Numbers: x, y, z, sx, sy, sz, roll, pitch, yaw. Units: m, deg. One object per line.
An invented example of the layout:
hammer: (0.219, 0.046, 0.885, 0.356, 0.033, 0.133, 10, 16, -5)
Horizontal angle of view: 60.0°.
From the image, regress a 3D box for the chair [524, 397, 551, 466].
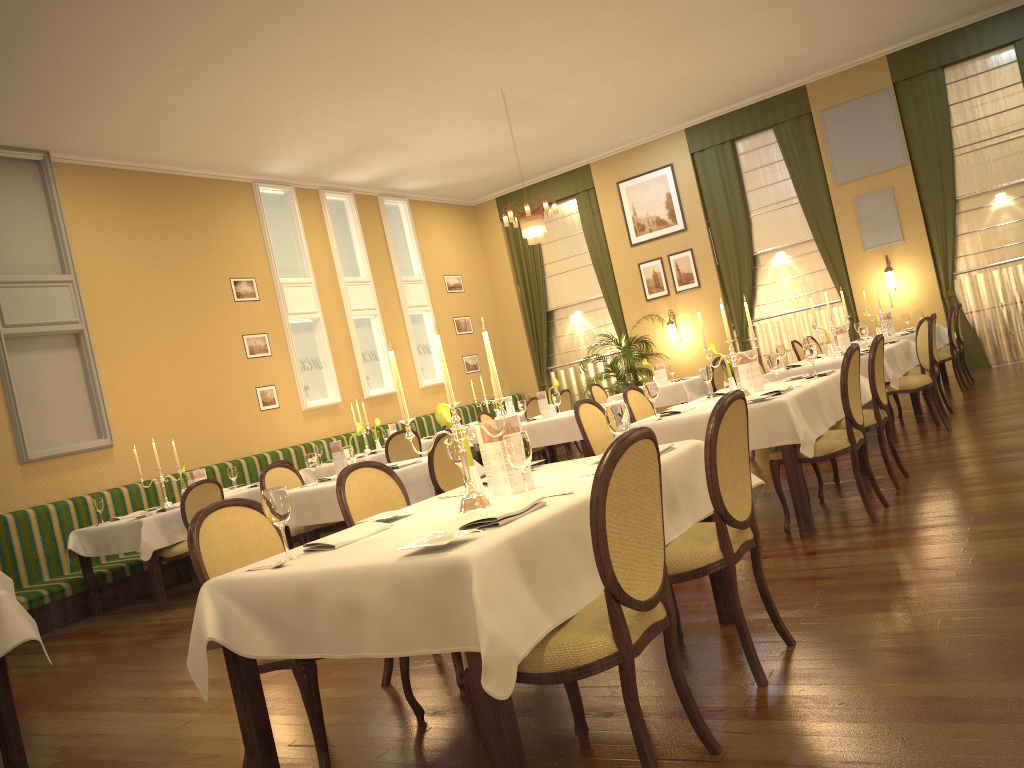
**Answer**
chair: (0.156, 0.693, 11.927, 0.571, 0.955, 0.530, -13, 0, 32)

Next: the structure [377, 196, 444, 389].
structure: (-1.553, -1.420, 13.674, 0.200, 2.985, 0.670, -13, 0, 32)

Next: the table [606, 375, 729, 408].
table: (2.014, 0.372, 11.368, 1.389, 0.759, 1.395, -13, 0, 34)

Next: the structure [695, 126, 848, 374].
structure: (3.941, -1.972, 13.136, 1.900, 4.511, 0.134, -13, 0, 32)

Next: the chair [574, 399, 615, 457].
chair: (0.794, 0.518, 5.767, 0.571, 0.955, 0.530, -13, 0, 32)

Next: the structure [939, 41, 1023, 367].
structure: (6.355, -2.521, 11.592, 1.898, 4.511, 0.137, -13, 0, 32)

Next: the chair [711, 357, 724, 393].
chair: (2.415, 0.183, 11.044, 0.571, 0.955, 0.530, -13, 0, 32)

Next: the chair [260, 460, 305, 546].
chair: (-2.206, 1.202, 8.051, 0.571, 0.955, 0.530, -13, 0, 32)

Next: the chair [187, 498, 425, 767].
chair: (-0.769, 0.854, 3.206, 0.571, 0.955, 0.530, -13, 0, 32)

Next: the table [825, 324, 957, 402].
table: (4.549, -0.200, 10.536, 1.385, 0.759, 2.152, -13, 0, 32)

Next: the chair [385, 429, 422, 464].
chair: (-1.220, 0.990, 9.657, 0.530, 0.955, 0.571, -12, 0, -33)

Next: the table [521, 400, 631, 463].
table: (0.617, 0.673, 9.079, 1.389, 0.759, 1.395, -13, 0, 34)

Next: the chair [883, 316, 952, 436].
chair: (3.334, -0.042, 7.506, 0.571, 0.955, 0.530, -13, 0, 12)

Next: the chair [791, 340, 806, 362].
chair: (3.725, -0.113, 10.572, 0.571, 0.955, 0.530, -13, 0, 32)

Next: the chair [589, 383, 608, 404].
chair: (1.414, 0.411, 11.745, 0.571, 0.955, 0.530, -13, 0, 32)

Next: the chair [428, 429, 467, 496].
chair: (-0.556, 0.822, 6.176, 0.571, 0.955, 0.530, -13, 0, 32)

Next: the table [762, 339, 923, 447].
table: (3.165, 0.097, 8.267, 1.385, 0.759, 2.152, -13, 0, 32)

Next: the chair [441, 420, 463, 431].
chair: (-0.803, 0.900, 10.351, 0.571, 0.955, 0.530, -13, 0, 32)

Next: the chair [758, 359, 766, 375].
chair: (2.741, 0.098, 8.960, 0.571, 0.955, 0.530, -13, 0, 32)

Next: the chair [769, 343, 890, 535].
chair: (1.758, 0.298, 5.007, 0.571, 0.955, 0.530, -13, 0, 32)

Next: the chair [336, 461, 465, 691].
chair: (-0.369, 0.768, 3.862, 0.571, 0.955, 0.530, -13, 0, 32)

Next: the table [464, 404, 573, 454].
table: (0.016, 0.826, 12.650, 1.385, 0.759, 2.152, -13, 0, 32)

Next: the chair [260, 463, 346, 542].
chair: (-1.557, 1.050, 6.877, 0.571, 0.955, 0.530, -13, 0, 32)

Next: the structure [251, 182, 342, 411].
structure: (-2.829, -1.146, 11.582, 0.200, 2.985, 0.687, -13, 0, 32)

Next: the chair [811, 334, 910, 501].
chair: (2.194, 0.204, 5.722, 0.571, 0.955, 0.530, -13, 0, 32)

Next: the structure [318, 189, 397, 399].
structure: (-2.210, -1.279, 12.597, 0.200, 2.985, 0.661, -13, 0, 32)

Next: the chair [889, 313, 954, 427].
chair: (3.742, -0.130, 8.259, 0.571, 0.955, 0.530, -13, 0, 32)

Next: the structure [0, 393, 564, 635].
structure: (-3.267, 1.410, 9.206, 0.850, 1.031, 14.516, -13, 0, 32)

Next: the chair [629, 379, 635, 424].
chair: (1.035, 0.480, 8.780, 0.571, 0.955, 0.530, -13, 0, 12)

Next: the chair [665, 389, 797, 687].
chair: (0.632, 0.540, 3.160, 0.571, 0.955, 0.530, -13, 0, 32)

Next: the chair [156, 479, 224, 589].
chair: (-2.640, 1.295, 7.343, 0.571, 0.955, 0.530, -13, 0, 32)

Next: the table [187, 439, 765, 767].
table: (0.055, 0.767, 3.169, 1.385, 0.759, 2.152, -13, 0, 32)

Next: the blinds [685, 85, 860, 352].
blinds: (3.883, -1.973, 13.032, 1.878, 4.537, 0.129, -13, 0, 32)

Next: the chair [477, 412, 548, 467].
chair: (0.020, 0.711, 9.465, 0.571, 0.955, 0.530, -13, 0, 22)

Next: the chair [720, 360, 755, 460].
chair: (2.344, 0.184, 8.327, 0.571, 0.955, 0.530, -13, 0, 7)

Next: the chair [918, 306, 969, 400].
chair: (4.690, -0.334, 9.812, 0.571, 0.955, 0.530, -13, 0, 32)

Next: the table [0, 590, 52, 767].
table: (-2.738, 1.395, 3.580, 1.389, 0.759, 1.395, -13, 0, 34)

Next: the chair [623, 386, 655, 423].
chair: (1.194, 0.432, 6.423, 0.571, 0.955, 0.530, -13, 0, 32)

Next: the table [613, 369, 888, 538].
table: (1.617, 0.431, 5.730, 1.385, 0.759, 2.152, -13, 0, 32)

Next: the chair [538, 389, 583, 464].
chair: (0.620, 0.593, 12.623, 0.571, 0.955, 0.530, -13, 0, 32)

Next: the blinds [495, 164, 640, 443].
blinds: (0.986, -1.314, 14.897, 1.934, 4.537, 0.225, -13, 0, 31)

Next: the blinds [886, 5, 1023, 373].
blinds: (6.297, -2.522, 11.487, 1.876, 4.537, 0.129, -13, 0, 32)

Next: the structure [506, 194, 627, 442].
structure: (1.047, -1.314, 14.995, 1.942, 4.511, 0.123, -13, 0, 32)

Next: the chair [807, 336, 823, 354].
chair: (4.125, -0.199, 11.228, 0.571, 0.955, 0.530, -13, 0, 32)

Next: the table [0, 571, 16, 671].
table: (-4.304, 1.756, 5.569, 1.385, 0.759, 2.152, -13, 0, 32)

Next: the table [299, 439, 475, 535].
table: (-1.381, 1.127, 10.360, 1.385, 0.759, 2.152, -13, 0, 32)

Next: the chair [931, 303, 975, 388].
chair: (5.126, -0.427, 10.527, 0.571, 0.955, 0.530, -13, 0, 32)

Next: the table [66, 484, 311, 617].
table: (-2.781, 1.428, 8.066, 1.385, 0.759, 2.152, -13, 0, 32)

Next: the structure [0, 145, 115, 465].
structure: (-4.650, -0.814, 8.620, 0.200, 3.103, 0.956, -13, 0, 32)

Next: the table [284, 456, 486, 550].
table: (-0.957, 1.011, 6.499, 1.389, 0.759, 1.395, -13, 0, 34)

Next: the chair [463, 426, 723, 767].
chair: (0.196, 0.634, 2.446, 0.571, 0.955, 0.530, -13, 0, 32)
